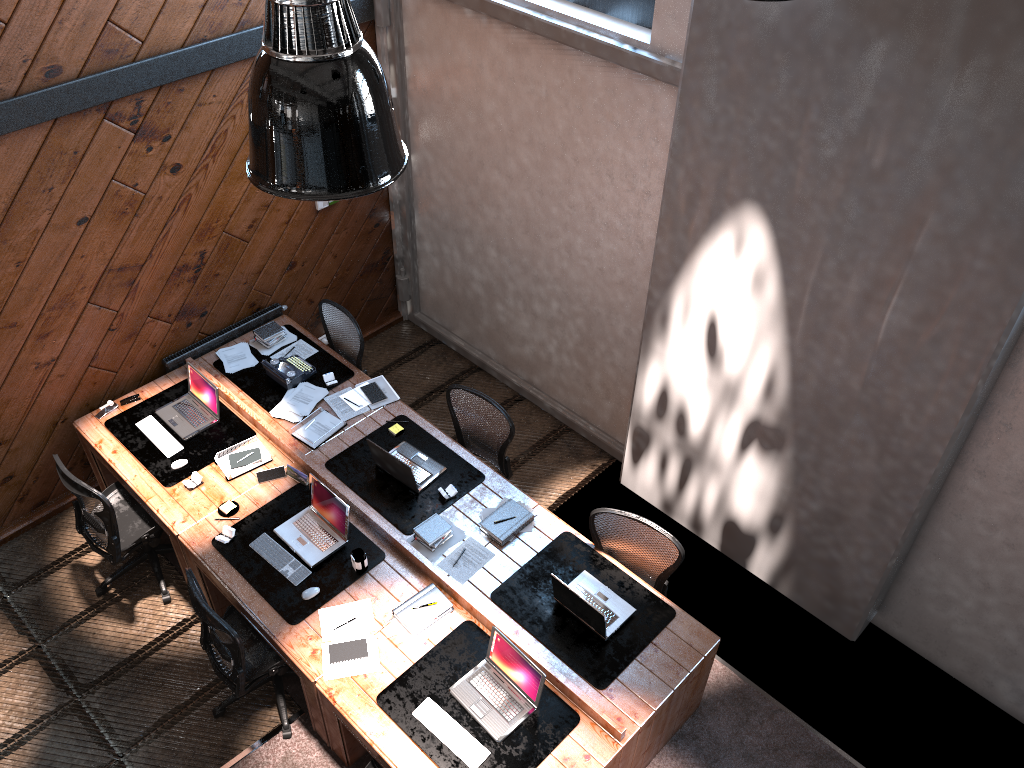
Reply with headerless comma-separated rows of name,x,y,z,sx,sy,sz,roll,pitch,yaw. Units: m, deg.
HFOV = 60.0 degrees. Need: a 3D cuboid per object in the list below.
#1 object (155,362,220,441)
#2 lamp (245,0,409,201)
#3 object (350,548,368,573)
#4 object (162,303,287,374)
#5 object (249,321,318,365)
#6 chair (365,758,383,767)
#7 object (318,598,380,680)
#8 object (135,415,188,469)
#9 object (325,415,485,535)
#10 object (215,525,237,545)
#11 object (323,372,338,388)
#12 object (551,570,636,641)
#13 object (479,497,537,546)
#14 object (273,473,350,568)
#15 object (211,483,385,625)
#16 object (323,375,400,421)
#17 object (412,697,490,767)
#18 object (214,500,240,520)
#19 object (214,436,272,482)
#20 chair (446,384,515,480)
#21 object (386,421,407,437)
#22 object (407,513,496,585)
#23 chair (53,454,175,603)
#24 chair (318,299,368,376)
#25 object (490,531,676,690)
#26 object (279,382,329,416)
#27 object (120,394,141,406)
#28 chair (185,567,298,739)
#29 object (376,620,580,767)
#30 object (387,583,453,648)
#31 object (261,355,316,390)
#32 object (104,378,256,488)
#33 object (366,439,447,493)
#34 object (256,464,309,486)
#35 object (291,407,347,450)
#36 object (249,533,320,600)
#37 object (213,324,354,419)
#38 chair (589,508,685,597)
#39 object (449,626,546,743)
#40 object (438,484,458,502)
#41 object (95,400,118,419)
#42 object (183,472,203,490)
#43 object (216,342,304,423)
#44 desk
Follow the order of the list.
object,-2.212,0.112,6.015,0.390,0.283,0.323,34,51,31
lamp,-0.487,-1.504,1.678,0.445,2.372,0.445,2,42,0
object,-0.889,1.025,5.163,0.078,0.138,0.099,-23,47,-25
object,-2.164,-0.174,6.918,0.073,0.628,1.064,34,51,31
object,-1.724,-0.314,6.632,0.478,0.098,0.319,32,50,30
chair,-0.579,2.083,4.394,0.770,1.085,0.792,10,42,9
object,-0.891,1.382,4.840,0.304,0.017,0.467,-8,43,-10
object,-2.316,0.381,5.901,0.139,0.040,0.577,-31,51,-31
object,-0.698,0.566,5.769,0.848,0.008,0.687,33,51,30
object,-1.715,0.906,5.306,0.082,0.063,0.106,19,45,19
object,-1.303,-0.029,6.361,0.082,0.063,0.106,-19,46,-22
object,0.454,1.152,4.893,0.380,0.288,0.320,34,51,31
object,-0.028,0.816,5.465,0.363,0.065,0.325,-25,48,-26
object,-1.187,0.802,5.235,0.380,0.288,0.320,34,51,31
object,-1.275,0.981,5.288,0.848,0.008,0.687,33,51,30
object,-1.061,0.093,6.270,0.467,0.017,0.304,-22,47,-24
object,-0.259,1.778,4.403,0.577,0.040,0.139,34,51,31
object,-1.756,0.774,5.489,0.158,0.026,0.154,-2,42,-4
object,-1.760,0.483,5.792,0.316,0.060,0.229,-27,49,-28
chair,-0.325,0.616,6.039,0.770,1.085,0.792,17,44,16
object,-0.789,0.301,6.039,0.158,0.026,0.154,2,42,0
object,-0.373,0.952,5.279,0.478,0.098,0.319,32,50,30
chair,-2.501,0.799,5.770,0.770,1.085,0.792,17,44,16
chair,-1.400,-0.018,6.716,0.770,1.085,0.792,24,47,23
object,0.401,1.252,5.036,0.848,0.008,0.687,33,51,30
object,-1.462,0.104,6.239,0.246,0.002,0.315,18,44,17
object,-2.667,0.110,6.192,0.134,0.042,0.022,-21,46,-23
chair,-1.470,1.405,5.125,0.770,1.085,0.792,24,47,23
object,-0.177,1.668,4.554,0.848,0.008,0.687,33,51,30
object,-0.505,1.285,4.928,0.363,0.065,0.325,-21,46,-23
object,-1.606,-0.122,6.403,0.322,0.116,0.290,32,50,29
object,-2.252,0.305,6.014,0.848,0.008,0.687,33,51,30
object,-0.669,0.452,5.682,0.390,0.283,0.323,29,49,27
object,-1.458,0.574,5.679,0.347,0.083,0.129,3,42,2
object,-1.310,0.291,6.020,0.229,0.060,0.316,28,48,26
object,-1.315,1.057,5.176,0.577,0.040,0.139,33,51,30
object,-1.674,-0.111,6.495,0.848,0.008,0.687,33,51,30
chair,0.637,1.327,5.275,0.770,1.085,0.792,10,42,9
object,-0.082,1.521,4.506,0.323,0.283,0.390,-32,51,-31
object,-0.404,0.679,5.601,0.106,0.063,0.082,-23,47,-25
object,-2.800,0.167,6.110,0.054,0.064,0.159,27,48,26
object,-2.029,0.615,5.632,0.082,0.063,0.106,31,50,29
object,-1.789,-0.022,6.378,1.058,0.002,0.356,32,50,30
desk,-0.928,1.076,5.691,4.117,0.840,1.748,34,51,31
